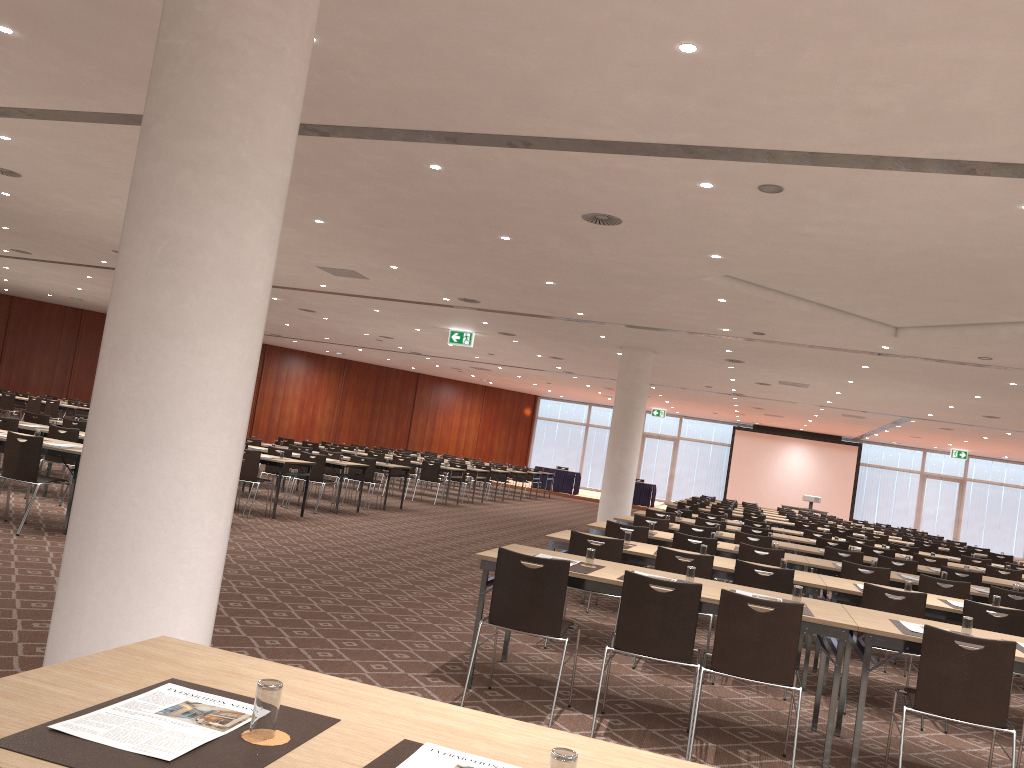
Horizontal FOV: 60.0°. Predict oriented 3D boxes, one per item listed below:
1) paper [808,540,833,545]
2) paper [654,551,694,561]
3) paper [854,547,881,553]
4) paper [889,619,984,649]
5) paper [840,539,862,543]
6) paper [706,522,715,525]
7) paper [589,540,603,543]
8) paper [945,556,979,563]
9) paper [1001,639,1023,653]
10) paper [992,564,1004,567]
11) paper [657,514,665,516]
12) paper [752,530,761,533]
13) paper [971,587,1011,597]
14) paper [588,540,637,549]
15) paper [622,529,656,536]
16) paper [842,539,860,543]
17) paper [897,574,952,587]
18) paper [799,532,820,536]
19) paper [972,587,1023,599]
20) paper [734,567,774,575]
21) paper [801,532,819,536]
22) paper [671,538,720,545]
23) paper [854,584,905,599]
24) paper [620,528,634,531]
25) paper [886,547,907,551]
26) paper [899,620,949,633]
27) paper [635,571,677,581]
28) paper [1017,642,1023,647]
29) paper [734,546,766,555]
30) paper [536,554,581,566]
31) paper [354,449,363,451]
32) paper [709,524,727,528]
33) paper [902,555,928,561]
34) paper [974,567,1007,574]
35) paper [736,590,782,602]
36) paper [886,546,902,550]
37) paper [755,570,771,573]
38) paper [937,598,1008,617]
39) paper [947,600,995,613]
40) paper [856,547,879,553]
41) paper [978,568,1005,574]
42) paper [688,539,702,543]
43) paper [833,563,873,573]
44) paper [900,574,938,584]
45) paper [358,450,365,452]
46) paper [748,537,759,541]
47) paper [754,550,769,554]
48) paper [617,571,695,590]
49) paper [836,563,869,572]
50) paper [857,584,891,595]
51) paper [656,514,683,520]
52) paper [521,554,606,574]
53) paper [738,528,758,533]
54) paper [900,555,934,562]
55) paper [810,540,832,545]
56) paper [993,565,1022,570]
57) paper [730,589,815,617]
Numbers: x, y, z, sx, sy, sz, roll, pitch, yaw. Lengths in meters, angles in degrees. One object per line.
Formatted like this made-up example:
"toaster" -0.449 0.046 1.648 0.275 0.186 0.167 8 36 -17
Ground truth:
"paper" 4.533 2.307 12.822 0.460 0.003 0.566 8 -4 13
"paper" 1.447 1.458 7.505 0.460 0.003 0.566 8 -4 14
"paper" 5.139 2.388 12.652 0.460 0.003 0.566 8 -4 17
"paper" 2.465 1.446 5.127 0.460 0.003 0.566 8 -4 16
"paper" 5.662 2.606 14.602 0.460 0.003 0.566 8 -4 14
"paper" 2.917 2.093 13.357 0.283 0.006 0.398 8 -4 16
"paper" 0.792 1.372 7.767 0.283 0.006 0.398 8 -4 17
"paper" 7.208 2.813 14.162 0.460 0.003 0.566 8 -4 16
"paper" 3.083 1.531 4.986 0.460 0.003 0.566 8 -4 15
"paper" 7.770 2.890 14.082 0.283 0.006 0.398 7 -4 18
"paper" 2.337 2.016 13.524 0.283 0.006 0.398 7 -4 18
"paper" 3.551 2.178 13.177 0.283 0.006 0.398 8 -4 16
"paper" 4.693 2.037 8.709 0.283 0.006 0.398 8 -4 15
"paper" 0.815 1.374 7.690 0.460 0.003 0.566 7 -4 17
"paper" 1.320 1.585 9.580 0.460 0.003 0.566 8 -4 15
"paper" 5.615 2.601 14.678 0.283 0.006 0.398 8 -4 15
"paper" 4.116 1.962 8.840 0.460 0.003 0.566 7 -4 17
"paper" 5.026 2.520 14.763 0.460 0.003 0.566 7 -4 19
"paper" 4.764 2.048 8.652 0.460 0.003 0.566 7 -4 18
"paper" 2.090 1.545 7.342 0.460 0.003 0.566 7 -4 19
"paper" 4.989 2.516 14.839 0.283 0.006 0.398 8 -4 15
"paper" 1.960 1.674 9.452 0.460 0.003 0.566 7 -4 18
"paper" 2.988 1.663 7.060 0.460 0.003 0.566 8 -4 16
"paper" 1.308 1.585 9.666 0.283 0.006 0.398 7 -4 17
"paper" 6.287 2.688 14.403 0.460 0.003 0.566 8 -4 17
"paper" 2.461 1.448 5.211 0.283 0.006 0.398 8 -4 14
"paper" 0.893 1.238 5.658 0.283 0.006 0.398 7 -4 18
"paper" 3.078 1.530 5.040 0.283 0.006 0.398 8 -4 16
"paper" 2.559 1.752 9.258 0.460 0.003 0.566 8 -4 16
"paper" 0.281 1.157 5.831 0.283 0.006 0.398 8 -4 16
"paper" -3.990 1.716 23.033 0.283 0.006 0.398 8 -4 12
"paper" 2.985 2.102 13.273 0.460 0.003 0.566 8 -4 15
"paper" 5.712 2.466 12.568 0.283 0.006 0.398 8 -4 15
"paper" 6.692 2.597 12.223 0.460 0.003 0.566 8 -4 15
"paper" 1.525 1.323 5.486 0.283 0.006 0.398 7 -4 17
"paper" 6.234 2.684 14.510 0.283 0.006 0.398 8 -4 17
"paper" 2.027 1.535 7.394 0.283 0.006 0.398 8 -4 17
"paper" 3.614 1.747 6.891 0.460 0.003 0.566 8 -4 14
"paper" 3.604 1.747 6.968 0.283 0.006 0.398 8 -4 16
"paper" 5.112 2.387 12.751 0.283 0.006 0.398 7 -4 19
"paper" 6.644 2.590 12.294 0.283 0.006 0.398 8 -4 17
"paper" 1.929 1.669 9.498 0.283 0.006 0.398 8 -4 14
"paper" 3.505 1.879 8.989 0.460 0.003 0.566 8 -4 17
"paper" 4.080 1.957 8.896 0.283 0.006 0.398 8 -4 15
"paper" -3.975 1.716 22.955 0.460 0.003 0.566 8 -4 13
"paper" 3.038 1.962 11.234 0.283 0.006 0.398 8 -4 16
"paper" 2.545 1.751 9.323 0.283 0.006 0.398 8 -4 13
"paper" 0.934 1.243 5.581 0.460 0.003 0.566 7 -4 18
"paper" 3.485 1.878 9.078 0.283 0.006 0.398 8 -4 15
"paper" 2.950 1.660 7.157 0.283 0.006 0.398 8 -4 17
"paper" 2.348 2.017 13.466 0.460 0.003 0.566 8 -4 14
"paper" 0.325 1.160 5.730 0.460 0.003 0.566 7 -4 19
"paper" 3.579 2.180 13.095 0.460 0.003 0.566 8 -4 12
"paper" 5.751 2.472 12.504 0.460 0.003 0.566 8 -4 15
"paper" 4.497 2.305 12.919 0.283 0.006 0.398 8 -4 14
"paper" 7.816 2.893 13.972 0.460 0.003 0.566 7 -4 19
"paper" 1.568 1.327 5.393 0.460 0.003 0.566 8 -4 13
